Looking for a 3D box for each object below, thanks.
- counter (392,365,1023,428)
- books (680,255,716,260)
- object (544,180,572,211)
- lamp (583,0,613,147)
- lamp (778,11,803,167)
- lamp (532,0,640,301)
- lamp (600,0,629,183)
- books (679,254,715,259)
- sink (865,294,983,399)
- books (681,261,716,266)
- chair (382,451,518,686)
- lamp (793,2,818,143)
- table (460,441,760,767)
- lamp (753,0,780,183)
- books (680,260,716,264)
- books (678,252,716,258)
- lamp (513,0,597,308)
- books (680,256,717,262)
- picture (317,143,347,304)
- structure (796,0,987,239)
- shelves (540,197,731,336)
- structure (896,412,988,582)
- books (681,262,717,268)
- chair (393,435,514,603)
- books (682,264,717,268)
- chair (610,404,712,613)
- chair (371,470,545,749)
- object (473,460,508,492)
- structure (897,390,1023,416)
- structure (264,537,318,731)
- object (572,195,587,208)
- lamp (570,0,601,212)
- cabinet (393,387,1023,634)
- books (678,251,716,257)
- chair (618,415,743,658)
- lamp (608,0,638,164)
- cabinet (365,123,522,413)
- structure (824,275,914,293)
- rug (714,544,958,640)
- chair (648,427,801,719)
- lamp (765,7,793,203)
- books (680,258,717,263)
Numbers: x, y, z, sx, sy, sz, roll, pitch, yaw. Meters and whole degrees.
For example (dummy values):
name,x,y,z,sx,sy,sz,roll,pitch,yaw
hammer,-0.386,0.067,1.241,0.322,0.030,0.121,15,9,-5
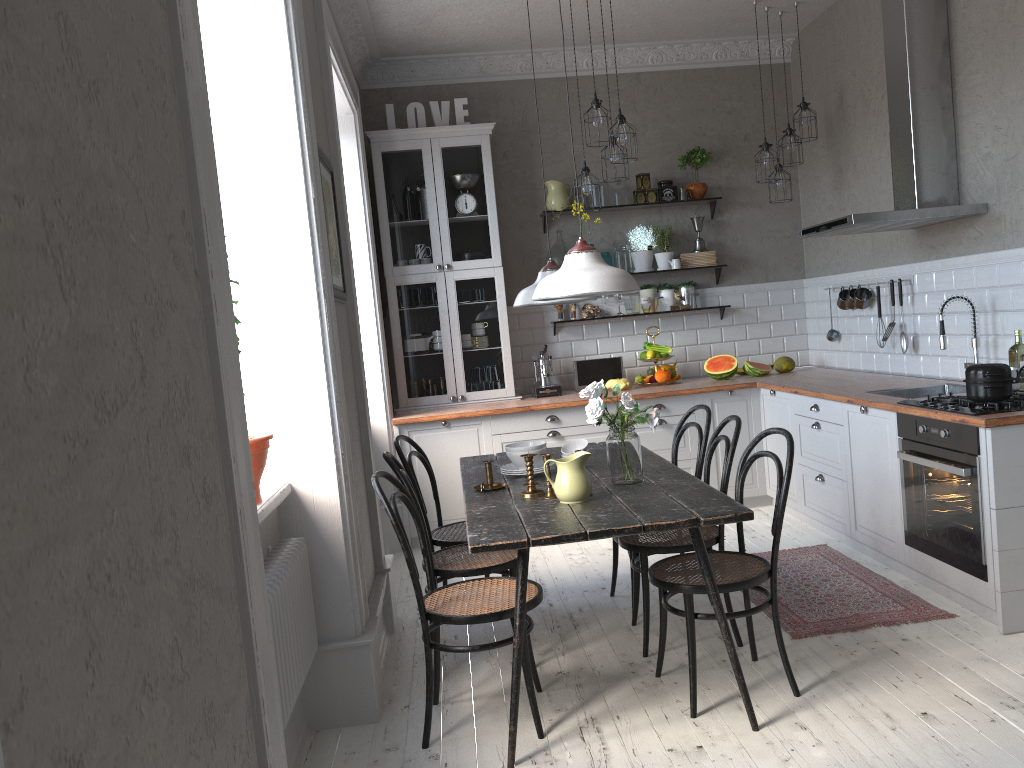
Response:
name,x,y,z,sx,sy,sz,roll,pitch,yaw
counter,0.875,0.131,4.960,3.175,0.039,3.375,-6,4,-5
books,1.372,-0.933,6.563,0.261,0.011,0.157,-5,4,0
object,0.334,-1.345,6.357,0.189,0.216,0.174,-5,4,9
lamp,0.408,-2.203,4.901,0.148,1.735,0.145,-7,4,-18
lamp,1.822,-2.352,5.973,0.144,1.735,0.150,-3,5,37
lamp,0.169,-1.225,3.020,0.372,1.859,0.386,-3,5,32
lamp,0.521,-2.043,5.079,0.148,1.735,0.145,-7,4,-18
books,1.371,-0.944,6.562,0.260,0.016,0.158,-5,4,7
sink,2.114,-0.077,4.438,0.530,0.720,0.484,-6,4,-5
books,1.377,-0.890,6.566,0.260,0.016,0.158,-5,4,7
chair,-0.210,0.704,3.657,0.552,0.921,0.435,-6,4,-8
lamp,1.863,-2.474,5.800,0.149,1.735,0.144,-8,5,-33
table,0.281,0.749,3.695,0.908,0.735,1.911,-6,4,-4
lamp,1.589,-2.183,5.715,0.144,1.735,0.149,-4,4,27
books,1.376,-0.901,6.565,0.260,0.016,0.158,-5,4,3
books,1.370,-0.954,6.561,0.260,0.016,0.158,-5,4,3
lamp,0.105,-1.278,3.906,0.379,1.859,0.380,-5,4,2
books,1.373,-0.922,6.563,0.262,0.011,0.157,-6,4,-3
picture,-0.746,-0.646,3.647,0.020,0.620,0.519,-6,4,-4
structure,1.942,-1.638,4.726,0.716,1.596,0.709,-6,4,-5
shelves,0.909,-0.842,6.508,1.322,0.923,0.227,-6,4,-6
structure,2.090,0.426,3.812,0.621,0.623,0.619,-6,4,-5
books,1.378,-0.879,6.566,0.261,0.011,0.157,-5,4,0
chair,-0.227,0.674,4.142,0.546,0.921,0.440,-5,4,7
books,1.379,-0.868,6.567,0.262,0.011,0.157,-6,4,-3
chair,0.701,0.583,4.204,0.552,0.921,0.435,-6,4,-8
chair,-0.165,0.737,3.107,0.548,0.921,0.438,-5,4,2
object,-0.091,0.368,3.578,0.141,0.112,0.137,-7,4,-23
structure,2.028,0.067,3.788,0.498,0.031,0.603,-6,4,-5
structure,-0.696,0.768,2.475,0.149,0.428,1.216,-6,4,-6
object,0.494,-1.312,6.436,0.104,0.111,0.103,-6,4,-5
lamp,0.362,-1.868,5.075,0.150,1.735,0.143,-9,5,-38
cabinet,1.353,0.484,5.184,4.107,0.854,2.029,-2,5,41
books,1.369,-0.965,6.560,0.261,0.011,0.157,-5,4,0
chair,0.718,0.613,3.722,0.548,0.921,0.438,-5,4,2
lamp,0.527,-2.074,4.763,0.143,1.735,0.150,-2,5,42
cabinet,-0.469,-0.785,6.213,0.883,1.921,0.386,-6,4,-6
structure,2.260,-0.634,5.687,0.095,0.053,1.081,-6,4,-4
rug,1.451,0.961,4.262,0.739,0.014,1.283,-6,4,-4
chair,0.762,0.644,3.193,0.552,0.921,0.435,-6,4,-8
lamp,1.719,-2.082,5.871,0.149,1.735,0.144,-8,5,-33
books,1.375,-0.911,6.564,0.261,0.011,0.157,-5,4,0
